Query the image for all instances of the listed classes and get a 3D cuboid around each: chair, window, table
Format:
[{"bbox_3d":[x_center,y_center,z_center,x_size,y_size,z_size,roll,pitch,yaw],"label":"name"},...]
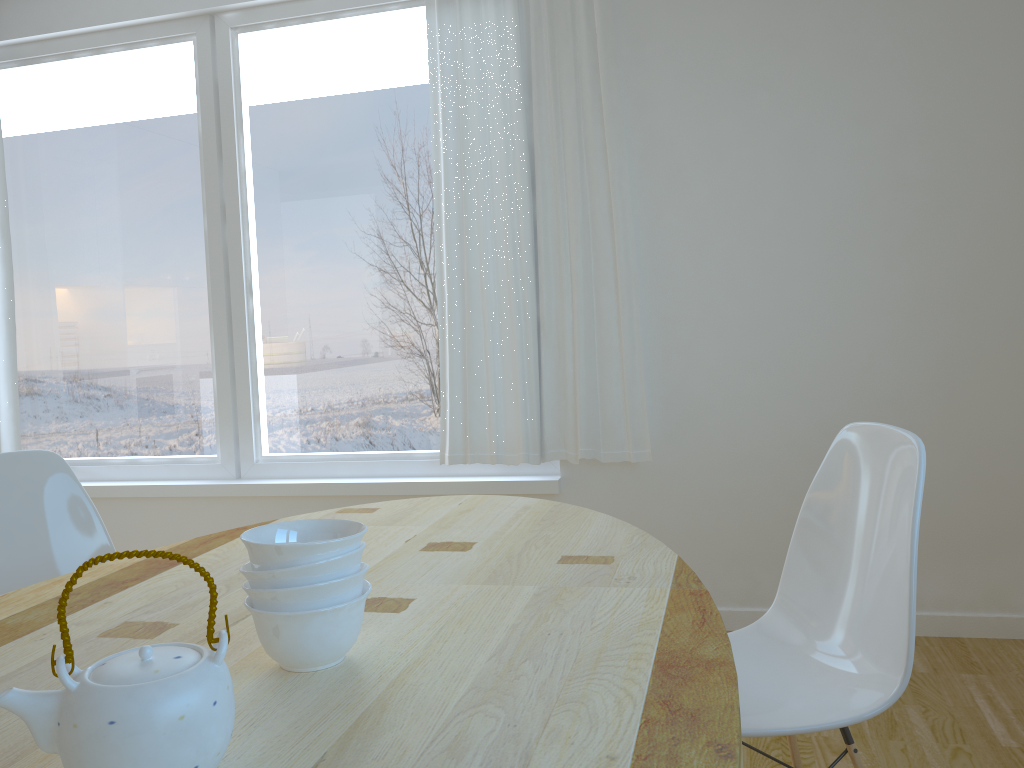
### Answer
[{"bbox_3d":[-0.885,0.599,1.810,0.522,0.901,0.431,-2,1,34],"label":"chair"},{"bbox_3d":[0.453,0.539,1.577,0.523,0.901,0.430,-3,1,-11],"label":"chair"},{"bbox_3d":[-1.170,-0.568,3.685,2.724,1.917,0.088,-3,0,14],"label":"window"},{"bbox_3d":[-0.334,0.709,1.012,1.192,0.724,2.196,-3,4,13],"label":"table"}]

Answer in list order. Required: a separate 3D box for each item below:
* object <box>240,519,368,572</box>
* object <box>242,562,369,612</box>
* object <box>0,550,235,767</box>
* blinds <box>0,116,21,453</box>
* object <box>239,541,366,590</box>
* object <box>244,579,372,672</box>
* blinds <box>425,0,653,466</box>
[{"bbox_3d":[-0.251,0.219,1.080,0.152,0.087,0.152,0,4,42],"label":"object"},{"bbox_3d":[-0.248,0.271,1.079,0.152,0.093,0.151,-5,4,-37],"label":"object"},{"bbox_3d":[-0.344,0.255,0.802,0.177,0.211,0.147,-3,2,14],"label":"object"},{"bbox_3d":[-2.534,-0.684,3.824,0.794,2.159,0.150,-3,0,14],"label":"blinds"},{"bbox_3d":[-0.252,0.247,1.080,0.150,0.095,0.152,-2,3,31],"label":"object"},{"bbox_3d":[-0.245,0.294,1.076,0.152,0.082,0.152,-6,4,-36],"label":"object"},{"bbox_3d":[0.047,-0.785,3.175,0.794,2.159,0.150,-3,0,14],"label":"blinds"}]
